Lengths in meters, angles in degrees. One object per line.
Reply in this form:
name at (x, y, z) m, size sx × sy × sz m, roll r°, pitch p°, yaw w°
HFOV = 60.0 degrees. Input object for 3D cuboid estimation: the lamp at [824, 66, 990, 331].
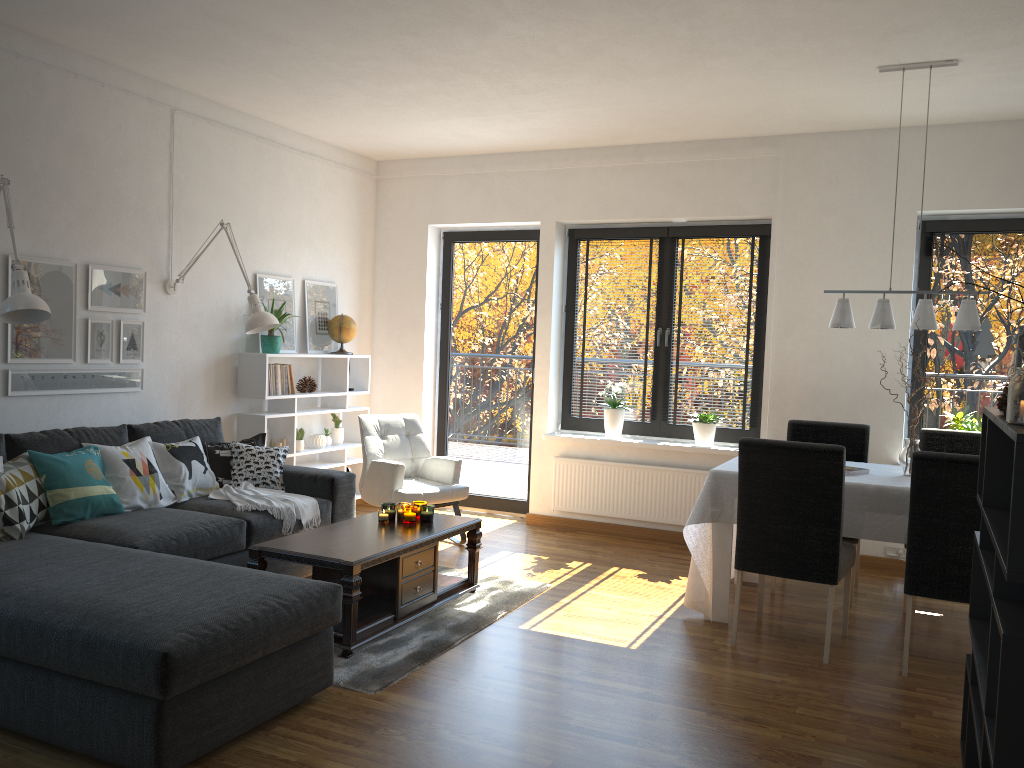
lamp at (1.974, -0.915, 4.400) m, size 0.759 × 1.285 × 0.131 m, roll 4°, pitch 3°, yaw 25°

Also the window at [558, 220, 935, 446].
window at (6.595, 1.586, 16.926) m, size 21.830 × 18.385 × 12.961 m, roll 0°, pitch 4°, yaw -35°

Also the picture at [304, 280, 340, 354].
picture at (-1.413, -0.492, 6.605) m, size 0.059 × 0.533 × 0.390 m, roll 4°, pitch 3°, yaw 25°

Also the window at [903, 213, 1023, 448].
window at (3.276, -0.252, 5.425) m, size 1.560 × 1.589 × 0.119 m, roll 3°, pitch 3°, yaw 25°

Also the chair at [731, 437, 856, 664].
chair at (1.343, 0.730, 4.181) m, size 0.461 × 0.961 × 0.544 m, roll 4°, pitch 3°, yaw 30°

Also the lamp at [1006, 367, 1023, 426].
lamp at (1.170, 0.029, 1.991) m, size 0.098 × 0.131 × 0.106 m, roll 4°, pitch 4°, yaw 38°

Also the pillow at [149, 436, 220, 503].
pillow at (-1.772, 0.465, 4.845) m, size 0.265 × 0.318 × 0.382 m, roll 4°, pitch 3°, yaw 25°

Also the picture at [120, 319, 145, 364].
picture at (-2.174, -0.241, 5.067) m, size 0.021 × 0.248 × 0.166 m, roll 4°, pitch 3°, yaw 25°

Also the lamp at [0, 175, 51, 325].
lamp at (-2.308, -0.605, 3.970) m, size 0.697 × 0.670 × 0.200 m, roll 4°, pitch 4°, yaw 34°

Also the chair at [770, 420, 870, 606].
chair at (1.761, 0.708, 5.072) m, size 0.461 × 0.961 × 0.544 m, roll 4°, pitch 3°, yaw 25°

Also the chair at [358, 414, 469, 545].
chair at (-0.694, 0.642, 5.956) m, size 0.545 × 0.833 × 0.684 m, roll 0°, pitch 4°, yaw -40°

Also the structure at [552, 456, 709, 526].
structure at (0.962, 0.803, 6.273) m, size 1.456 × 0.460 × 0.078 m, roll 3°, pitch 3°, yaw 24°

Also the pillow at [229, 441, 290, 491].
pillow at (-1.462, 0.492, 5.145) m, size 0.358 × 0.313 × 0.169 m, roll 1°, pitch 3°, yaw -24°

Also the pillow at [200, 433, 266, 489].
pillow at (-1.648, 0.468, 5.169) m, size 0.449 × 0.358 × 0.234 m, roll 0°, pitch 4°, yaw -39°

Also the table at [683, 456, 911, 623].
table at (1.893, 0.836, 4.511) m, size 1.856 × 0.763 × 1.235 m, roll 3°, pitch 3°, yaw 26°

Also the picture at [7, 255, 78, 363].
picture at (-2.404, -0.374, 4.548) m, size 0.013 × 0.534 × 0.390 m, roll 4°, pitch 3°, yaw 25°

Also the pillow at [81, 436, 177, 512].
pillow at (-1.925, 0.476, 4.537) m, size 0.285 × 0.369 × 0.436 m, roll 4°, pitch 3°, yaw 25°

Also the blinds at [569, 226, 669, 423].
blinds at (0.774, -0.437, 6.550) m, size 0.710 × 1.423 × 0.049 m, roll 4°, pitch 4°, yaw 25°

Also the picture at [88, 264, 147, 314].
picture at (-2.206, -0.526, 4.959) m, size 0.021 × 0.248 × 0.390 m, roll 4°, pitch 3°, yaw 25°

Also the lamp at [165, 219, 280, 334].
lamp at (-1.699, -0.636, 5.266) m, size 0.698 × 0.670 × 0.200 m, roll 3°, pitch 3°, yaw 16°

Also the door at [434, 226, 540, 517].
door at (-0.176, -0.106, 7.050) m, size 0.976 × 2.276 × 0.119 m, roll 4°, pitch 4°, yaw 25°

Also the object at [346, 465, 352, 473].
object at (-1.279, 0.730, 6.764) m, size 0.118 × 0.247 × 0.126 m, roll 4°, pitch 4°, yaw 32°

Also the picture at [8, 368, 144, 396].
picture at (-2.325, -0.017, 4.776) m, size 0.021 × 0.136 × 0.837 m, roll 4°, pitch 3°, yaw 25°

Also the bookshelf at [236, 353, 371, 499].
bookshelf at (-1.464, 0.386, 6.350) m, size 0.237 × 1.201 × 1.189 m, roll 4°, pitch 3°, yaw 25°

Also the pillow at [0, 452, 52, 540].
pillow at (-2.219, 0.501, 3.925) m, size 0.242 × 0.363 × 0.453 m, roll 2°, pitch 3°, yaw -8°

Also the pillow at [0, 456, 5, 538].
pillow at (-2.252, 0.490, 3.680) m, size 0.173 × 0.344 × 0.360 m, roll 4°, pitch 3°, yaw 25°

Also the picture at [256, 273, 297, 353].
picture at (-1.630, -0.481, 6.144) m, size 0.059 × 0.533 × 0.390 m, roll 4°, pitch 3°, yaw 25°

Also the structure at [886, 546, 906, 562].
structure at (3.038, 0.922, 5.304) m, size 1.456 × 0.460 × 0.078 m, roll 3°, pitch 3°, yaw 26°

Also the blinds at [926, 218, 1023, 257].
blinds at (2.958, -0.909, 5.508) m, size 0.710 × 0.230 × 0.049 m, roll 3°, pitch 3°, yaw 25°

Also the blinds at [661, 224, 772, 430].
blinds at (1.428, -0.400, 6.245) m, size 0.710 × 1.423 × 0.049 m, roll 4°, pitch 4°, yaw 25°

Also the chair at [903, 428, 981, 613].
chair at (2.398, 0.745, 4.775) m, size 0.461 × 0.961 × 0.544 m, roll 4°, pitch 3°, yaw 30°

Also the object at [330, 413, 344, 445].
object at (-1.307, 0.339, 6.634) m, size 0.098 × 0.236 × 0.097 m, roll 3°, pitch 3°, yaw 12°

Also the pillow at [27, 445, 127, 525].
pillow at (-2.070, 0.469, 4.217) m, size 0.273 × 0.340 × 0.414 m, roll 3°, pitch 3°, yaw 24°

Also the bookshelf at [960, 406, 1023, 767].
bookshelf at (1.329, 0.689, 2.264) m, size 0.237 × 1.201 × 1.189 m, roll 4°, pitch 3°, yaw 25°

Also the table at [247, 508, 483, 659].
table at (-0.665, 0.914, 4.309) m, size 0.570 × 0.409 × 1.179 m, roll 3°, pitch 3°, yaw 25°

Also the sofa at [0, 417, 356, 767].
sofa at (-1.433, 0.684, 4.095) m, size 2.162 × 0.848 × 2.507 m, roll 3°, pitch 3°, yaw 25°

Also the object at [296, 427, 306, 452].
object at (-1.482, 0.384, 6.137) m, size 0.087 × 0.173 × 0.088 m, roll 5°, pitch 4°, yaw 41°

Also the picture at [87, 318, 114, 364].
picture at (-2.265, -0.237, 4.874) m, size 0.021 × 0.248 × 0.166 m, roll 4°, pitch 3°, yaw 25°

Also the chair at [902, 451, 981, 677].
chair at (1.979, 0.766, 3.883) m, size 0.461 × 0.961 × 0.544 m, roll 4°, pitch 3°, yaw 25°
